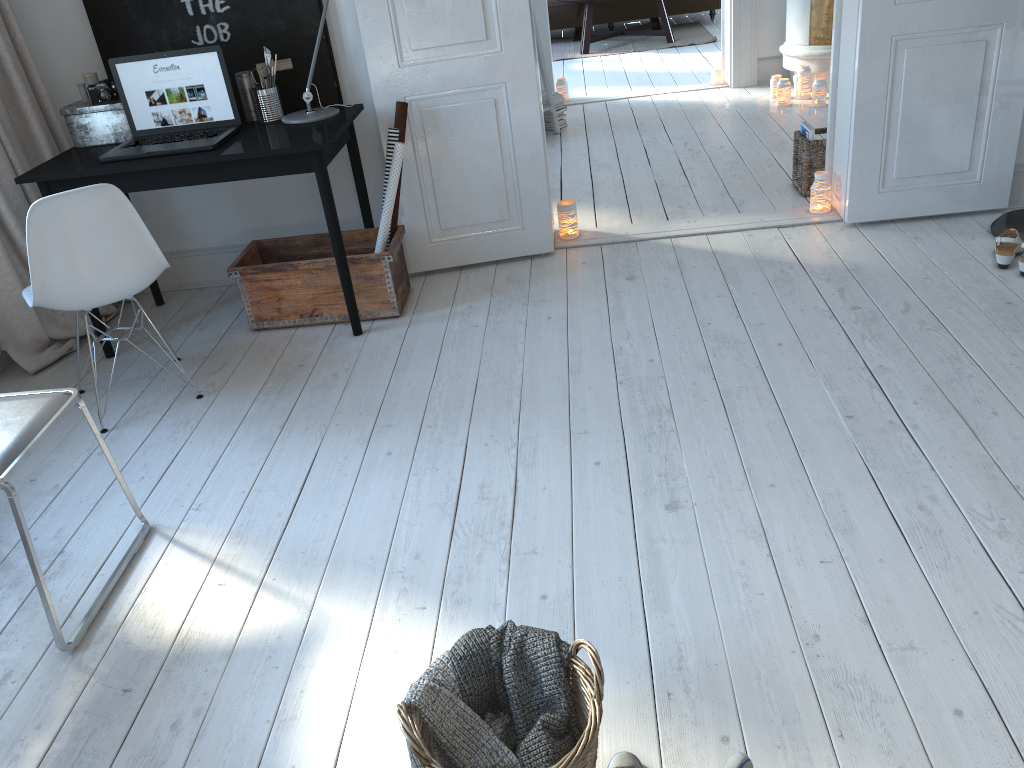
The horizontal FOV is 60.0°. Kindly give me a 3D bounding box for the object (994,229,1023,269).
[{"bbox_3d":[1.883,-0.540,3.362,0.099,0.127,0.271,14,35,33],"label":"object"}]

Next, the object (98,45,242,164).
[{"bbox_3d":[-1.293,-1.032,3.263,0.445,0.318,0.323,-5,29,6],"label":"object"}]

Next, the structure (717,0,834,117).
[{"bbox_3d":[1.956,-3.174,5.442,1.243,2.849,0.797,-29,36,-33],"label":"structure"}]

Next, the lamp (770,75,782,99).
[{"bbox_3d":[1.798,-2.020,6.029,0.084,0.147,0.083,-2,30,10],"label":"lamp"}]

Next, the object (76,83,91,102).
[{"bbox_3d":[-1.715,-1.167,3.551,0.040,0.070,0.039,-11,29,-5],"label":"object"}]

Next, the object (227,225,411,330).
[{"bbox_3d":[-0.772,-0.436,3.676,0.665,0.284,0.337,-5,29,6],"label":"object"}]

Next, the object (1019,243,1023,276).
[{"bbox_3d":[1.967,-0.479,3.232,0.272,0.127,0.099,-18,31,-18],"label":"object"}]

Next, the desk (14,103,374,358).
[{"bbox_3d":[-1.154,-0.613,3.594,1.159,0.765,0.646,-5,29,6],"label":"desk"}]

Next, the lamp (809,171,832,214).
[{"bbox_3d":[1.391,-0.863,3.993,0.092,0.181,0.092,-13,30,-9],"label":"lamp"}]

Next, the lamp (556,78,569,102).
[{"bbox_3d":[0.381,-2.226,6.715,0.089,0.167,0.088,-5,29,5],"label":"lamp"}]

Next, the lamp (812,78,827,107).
[{"bbox_3d":[1.979,-1.878,5.706,0.089,0.167,0.088,-5,29,5],"label":"lamp"}]

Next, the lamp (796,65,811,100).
[{"bbox_3d":[1.945,-2.013,5.912,0.098,0.211,0.097,-2,30,10],"label":"lamp"}]

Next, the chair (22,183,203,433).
[{"bbox_3d":[-1.404,-0.314,3.047,0.473,0.830,0.551,-23,32,-25],"label":"chair"}]

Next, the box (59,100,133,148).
[{"bbox_3d":[-1.615,-1.059,3.560,0.317,0.153,0.191,-5,29,6],"label":"box"}]

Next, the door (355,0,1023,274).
[{"bbox_3d":[0.682,-1.806,3.461,2.599,2.525,0.573,-5,29,6],"label":"door"}]

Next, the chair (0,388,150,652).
[{"bbox_3d":[-1.353,0.200,2.137,0.562,0.804,0.520,-5,29,6],"label":"chair"}]

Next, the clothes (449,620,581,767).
[{"bbox_3d":[0.004,0.594,1.549,0.246,0.272,0.295,-4,29,6],"label":"clothes"}]

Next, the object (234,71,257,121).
[{"bbox_3d":[-1.057,-1.158,3.575,0.078,0.190,0.078,-15,30,-13],"label":"object"}]

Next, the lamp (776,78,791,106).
[{"bbox_3d":[1.785,-1.916,5.824,0.089,0.167,0.088,-4,29,7],"label":"lamp"}]

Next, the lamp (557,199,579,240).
[{"bbox_3d":[0.258,-0.759,4.098,0.089,0.168,0.088,-8,29,-1],"label":"lamp"}]

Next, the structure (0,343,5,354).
[{"bbox_3d":[-2.161,-0.071,2.870,0.195,0.551,1.494,-5,29,6],"label":"structure"}]

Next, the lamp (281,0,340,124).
[{"bbox_3d":[-0.920,-1.339,3.306,0.615,0.721,0.228,-19,31,-20],"label":"lamp"}]

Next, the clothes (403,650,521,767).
[{"bbox_3d":[-0.026,0.626,1.527,0.282,0.291,0.233,18,38,39],"label":"clothes"}]

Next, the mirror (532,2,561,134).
[{"bbox_3d":[-0.103,-2.306,5.609,0.609,1.500,0.415,-23,33,-25],"label":"mirror"}]

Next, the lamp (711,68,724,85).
[{"bbox_3d":[1.530,-2.292,6.606,0.093,0.111,0.093,4,31,20],"label":"lamp"}]

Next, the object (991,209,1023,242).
[{"bbox_3d":[2.034,-1.336,3.155,0.374,1.671,0.371,-1,30,12],"label":"object"}]

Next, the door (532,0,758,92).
[{"bbox_3d":[0.817,-3.270,6.067,2.599,2.525,0.573,-5,29,6],"label":"door"}]

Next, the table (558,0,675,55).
[{"bbox_3d":[1.076,-3.659,8.795,1.299,0.507,1.290,-10,29,-3],"label":"table"}]

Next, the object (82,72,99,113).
[{"bbox_3d":[-1.664,-1.143,3.486,0.056,0.131,0.166,-5,29,4],"label":"object"}]

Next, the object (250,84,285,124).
[{"bbox_3d":[-0.968,-1.109,3.516,0.108,0.129,0.107,3,31,19],"label":"object"}]

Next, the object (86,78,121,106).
[{"bbox_3d":[-1.574,-1.123,3.416,0.137,0.088,0.072,-5,29,6],"label":"object"}]
